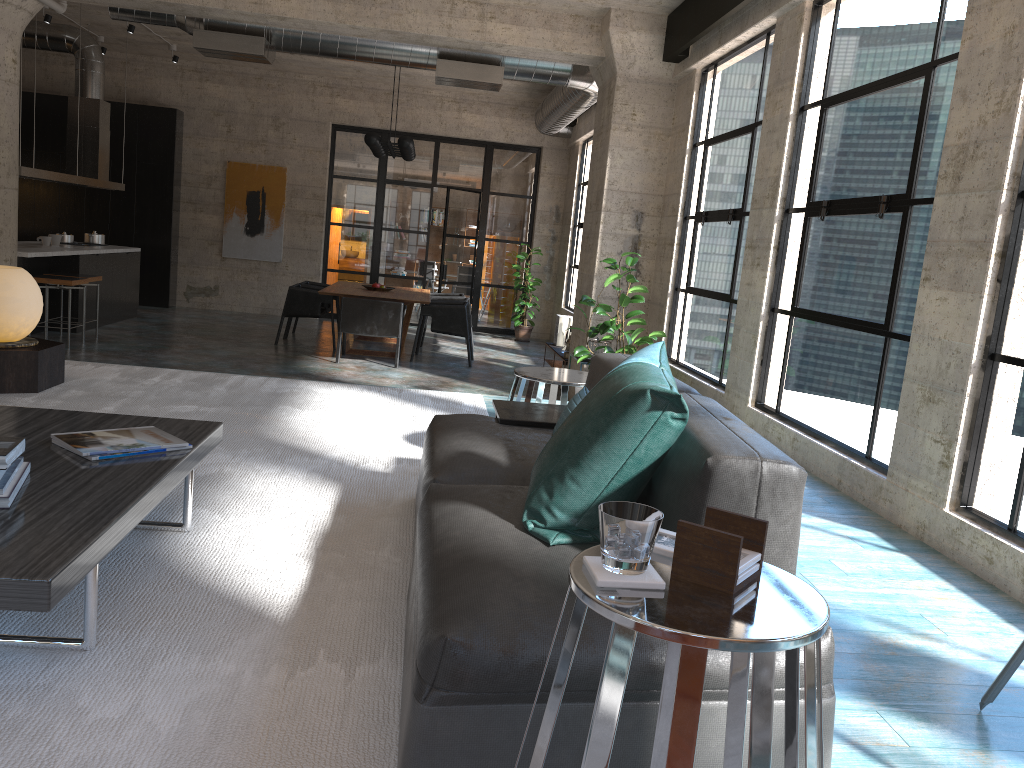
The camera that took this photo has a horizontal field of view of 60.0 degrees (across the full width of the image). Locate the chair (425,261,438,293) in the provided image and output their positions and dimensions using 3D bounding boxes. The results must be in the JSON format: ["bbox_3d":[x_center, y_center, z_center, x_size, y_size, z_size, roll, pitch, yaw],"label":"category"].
[{"bbox_3d":[-1.707,-2.018,18.218,0.653,1.015,0.684,10,10,27],"label":"chair"}]

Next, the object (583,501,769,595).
[{"bbox_3d":[0.234,0.224,1.281,0.206,0.096,0.287,12,11,34],"label":"object"}]

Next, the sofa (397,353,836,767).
[{"bbox_3d":[0.229,0.327,2.615,1.019,0.680,2.063,5,9,-6],"label":"sofa"}]

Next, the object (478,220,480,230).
[{"bbox_3d":[-0.703,-3.680,20.592,0.189,0.230,0.190,13,11,38],"label":"object"}]

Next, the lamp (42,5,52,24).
[{"bbox_3d":[-5.545,-4.413,10.537,0.145,0.236,0.107,2,10,-23],"label":"lamp"}]

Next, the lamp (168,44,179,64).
[{"bbox_3d":[-4.760,-4.642,12.476,0.145,0.236,0.107,2,10,-23],"label":"lamp"}]

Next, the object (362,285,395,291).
[{"bbox_3d":[-1.719,-1.246,11.421,0.435,0.079,0.435,11,10,30],"label":"object"}]

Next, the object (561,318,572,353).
[{"bbox_3d":[0.699,-0.565,10.354,0.199,0.365,0.703,7,9,5],"label":"object"}]

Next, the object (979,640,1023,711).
[{"bbox_3d":[1.391,0.201,1.883,0.617,1.406,0.595,5,9,-5],"label":"object"}]

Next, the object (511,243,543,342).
[{"bbox_3d":[0.209,-1.451,14.153,0.514,1.552,0.886,4,9,-9],"label":"object"}]

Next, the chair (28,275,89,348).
[{"bbox_3d":[-4.762,-0.765,9.288,0.450,0.698,0.450,5,9,-6],"label":"chair"}]

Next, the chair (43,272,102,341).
[{"bbox_3d":[-4.861,-0.858,9.816,0.450,0.698,0.450,5,9,-6],"label":"chair"}]

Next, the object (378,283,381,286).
[{"bbox_3d":[-1.695,-1.260,11.469,0.088,0.082,0.110,12,11,33],"label":"object"}]

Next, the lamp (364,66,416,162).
[{"bbox_3d":[-1.457,-3.541,11.086,0.583,1.327,1.813,5,9,-6],"label":"lamp"}]

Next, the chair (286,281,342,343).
[{"bbox_3d":[-2.618,-0.991,11.985,0.754,0.738,0.707,5,9,-6],"label":"chair"}]

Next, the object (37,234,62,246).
[{"bbox_3d":[-5.506,-1.719,10.565,0.188,0.133,0.437,5,9,-5],"label":"object"}]

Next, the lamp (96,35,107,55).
[{"bbox_3d":[-5.730,-4.723,12.370,0.145,0.236,0.107,2,10,-23],"label":"lamp"}]

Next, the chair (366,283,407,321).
[{"bbox_3d":[-1.886,-1.057,12.880,0.707,0.738,0.754,5,9,-6],"label":"chair"}]

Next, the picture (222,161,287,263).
[{"bbox_3d":[-4.084,-2.724,14.078,0.928,1.494,0.029,5,9,-6],"label":"picture"}]

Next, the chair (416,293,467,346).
[{"bbox_3d":[-0.946,-0.916,12.584,0.754,0.738,0.707,5,9,-6],"label":"chair"}]

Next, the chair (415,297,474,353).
[{"bbox_3d":[-0.853,-0.784,11.808,0.754,0.738,0.707,6,9,-1],"label":"chair"}]

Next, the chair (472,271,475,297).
[{"bbox_3d":[-0.910,-1.705,16.739,0.653,1.015,0.684,5,9,-7],"label":"chair"}]

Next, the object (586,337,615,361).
[{"bbox_3d":[0.781,-0.347,7.993,0.327,0.253,0.546,5,9,-6],"label":"object"}]

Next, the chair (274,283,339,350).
[{"bbox_3d":[-2.558,-0.872,11.264,0.754,0.738,0.707,5,9,-6],"label":"chair"}]

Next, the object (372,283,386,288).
[{"bbox_3d":[-1.707,-1.255,11.397,0.100,0.097,0.219,13,11,37],"label":"object"}]

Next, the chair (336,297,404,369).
[{"bbox_3d":[-1.634,-0.627,10.302,0.707,0.738,0.754,5,9,-6],"label":"chair"}]

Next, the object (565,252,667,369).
[{"bbox_3d":[0.878,-0.324,7.408,0.886,1.552,0.514,3,9,-19],"label":"object"}]

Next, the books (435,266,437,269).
[{"bbox_3d":[-1.944,-2.730,20.701,0.379,0.064,0.244,4,9,-12],"label":"books"}]

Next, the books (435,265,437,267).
[{"bbox_3d":[-1.943,-2.780,20.688,0.379,0.036,0.244,5,9,-6],"label":"books"}]

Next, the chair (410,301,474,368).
[{"bbox_3d":[-0.824,-0.650,10.972,0.754,0.738,0.707,6,9,-1],"label":"chair"}]

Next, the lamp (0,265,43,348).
[{"bbox_3d":[-2.840,-0.437,4.876,0.462,0.417,0.462,9,10,22],"label":"lamp"}]

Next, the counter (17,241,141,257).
[{"bbox_3d":[-5.452,-1.605,10.449,1.000,0.046,3.500,5,9,-6],"label":"counter"}]

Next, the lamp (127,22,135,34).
[{"bbox_3d":[-4.596,-4.334,10.640,0.145,0.236,0.107,2,10,-23],"label":"lamp"}]

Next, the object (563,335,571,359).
[{"bbox_3d":[0.707,-0.457,9.778,0.248,0.333,0.415,11,10,29],"label":"object"}]
